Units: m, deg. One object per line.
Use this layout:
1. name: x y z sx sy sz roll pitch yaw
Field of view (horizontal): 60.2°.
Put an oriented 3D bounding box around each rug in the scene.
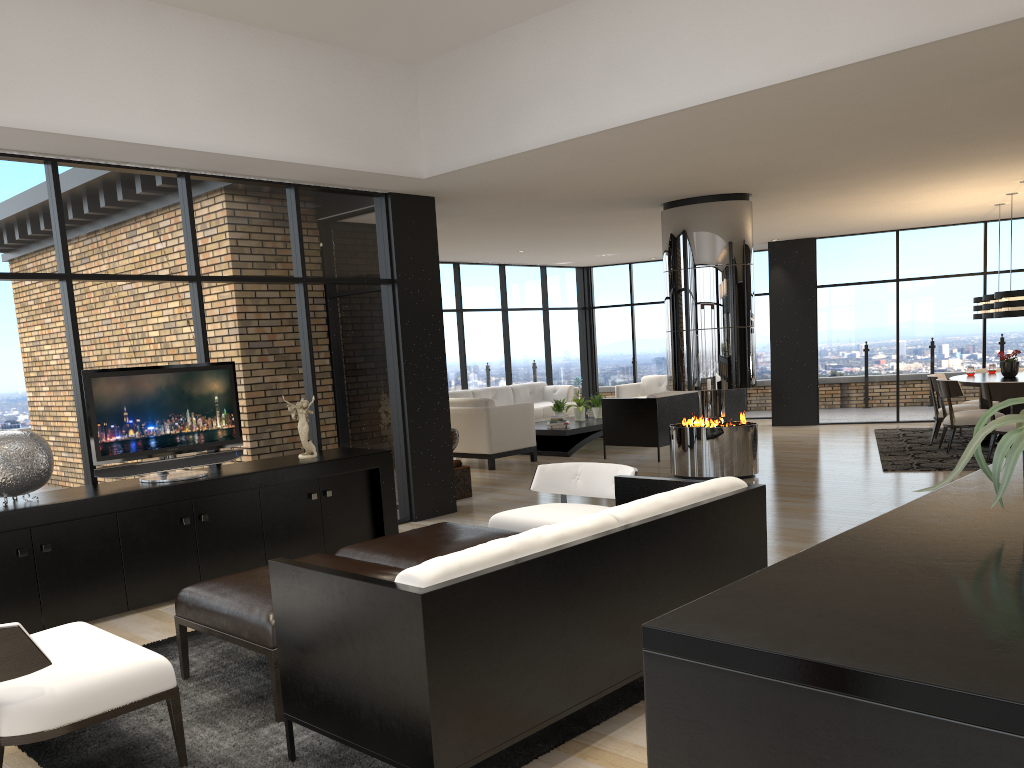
1. rug: -0.550 1.294 4.200 2.478 0.012 3.011 -1 3 45
2. rug: 5.574 0.681 9.884 2.719 0.011 3.687 -3 3 21

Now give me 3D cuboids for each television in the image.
1. television: -2.156 0.239 5.548 0.929 0.719 0.406 -6 7 -28

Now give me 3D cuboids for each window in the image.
1. window: 0.718 -1.326 7.225 10.129 4.832 15.747 -2 3 30

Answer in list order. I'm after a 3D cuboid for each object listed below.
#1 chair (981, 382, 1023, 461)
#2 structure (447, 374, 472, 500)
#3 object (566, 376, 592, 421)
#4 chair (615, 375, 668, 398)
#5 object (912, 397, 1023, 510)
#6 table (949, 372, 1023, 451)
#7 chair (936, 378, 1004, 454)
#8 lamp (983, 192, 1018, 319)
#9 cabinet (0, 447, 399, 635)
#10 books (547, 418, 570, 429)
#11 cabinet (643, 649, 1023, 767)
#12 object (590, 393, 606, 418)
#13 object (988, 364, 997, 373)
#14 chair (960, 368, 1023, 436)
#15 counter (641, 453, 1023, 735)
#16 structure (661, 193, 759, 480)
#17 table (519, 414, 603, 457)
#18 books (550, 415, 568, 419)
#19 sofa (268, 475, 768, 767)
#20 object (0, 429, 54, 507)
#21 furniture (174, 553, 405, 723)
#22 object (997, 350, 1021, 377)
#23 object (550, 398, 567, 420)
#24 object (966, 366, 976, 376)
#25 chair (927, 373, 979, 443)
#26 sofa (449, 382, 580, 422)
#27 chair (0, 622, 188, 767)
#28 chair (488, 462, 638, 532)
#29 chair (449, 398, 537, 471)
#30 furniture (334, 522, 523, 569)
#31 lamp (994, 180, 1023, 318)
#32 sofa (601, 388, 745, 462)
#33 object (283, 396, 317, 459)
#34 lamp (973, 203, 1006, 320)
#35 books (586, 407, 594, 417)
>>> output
1. chair: 5.019 0.362 8.699 0.612 0.815 0.641 -8 7 -40
2. structure: -0.875 0.337 8.635 0.729 1.611 0.512 3 10 43
3. object: 0.951 0.202 12.327 0.354 0.638 0.368 -7 7 -27
4. chair: 2.243 0.305 13.714 1.000 0.865 0.848 1 7 43
5. object: 0.962 0.128 1.438 0.396 0.219 0.404 -5 4 -21
6. table: 5.515 0.305 9.780 1.210 0.776 2.086 -2 3 23
7. chair: 4.906 0.337 9.496 0.616 0.815 0.636 -2 6 14
8. lamp: 5.428 -1.396 9.601 0.536 1.343 0.529 -1 7 20
9. cabinet: -2.118 0.966 5.626 0.620 0.748 3.016 2 6 44
10. books: 0.608 0.509 11.578 0.307 0.127 0.222 -4 4 -7
11. cabinet: 1.691 0.731 1.887 1.178 1.048 3.091 1 5 44
12. object: 1.234 0.304 12.658 0.284 0.374 0.212 -1 7 22
13. object: 5.734 -0.182 10.540 0.095 0.107 0.094 -5 5 -12
14. chair: 5.879 0.224 10.763 0.641 0.815 0.611 2 8 42
15. counter: 1.658 0.195 1.815 1.178 0.032 3.091 -1 3 44
16. structure: 1.980 -0.430 8.833 0.892 2.772 0.580 1 9 31
17. table: 0.926 0.698 12.344 1.263 0.355 2.017 -1 4 44
18. books: 0.620 0.432 11.566 0.185 0.027 0.153 -2 3 35
19. sofa: 0.157 0.877 3.556 0.837 0.811 2.017 1 6 44
20. object: -2.802 0.459 4.901 0.464 0.411 0.459 -1 5 26
21. furniture: -0.945 1.088 4.023 0.826 0.488 0.821 0 5 44
22. object: 5.470 -0.228 9.721 0.229 0.301 0.235 -1 6 23
23. object: 0.645 0.366 12.063 0.284 0.374 0.212 -3 6 7
24. object: 5.363 -0.150 10.318 0.095 0.107 0.094 0 6 32
25. chair: 5.186 0.286 10.305 0.616 0.815 0.636 0 7 31
26. sofa: -0.120 0.469 13.322 0.853 0.864 2.675 1 5 44
27. chair: -1.704 1.075 3.146 0.804 0.682 0.679 1 7 43
28. chair: 0.373 0.855 5.355 0.804 0.682 0.679 1 7 43
29. chair: -0.336 0.576 11.038 1.000 0.865 0.848 1 7 43
30. furniture: -0.361 1.027 4.631 0.826 0.488 0.821 0 5 44
31. lamp: 5.103 -1.342 8.775 0.536 1.343 0.529 -1 7 20
32. sofa: 2.082 0.443 11.225 0.837 0.811 2.017 1 6 44
33. object: -1.459 0.298 6.214 0.105 0.464 0.254 4 10 44
34. lamp: 5.754 -1.450 10.428 0.536 1.343 0.529 -1 7 20
35. books: 1.220 0.409 13.055 0.224 0.127 0.305 -3 3 11
